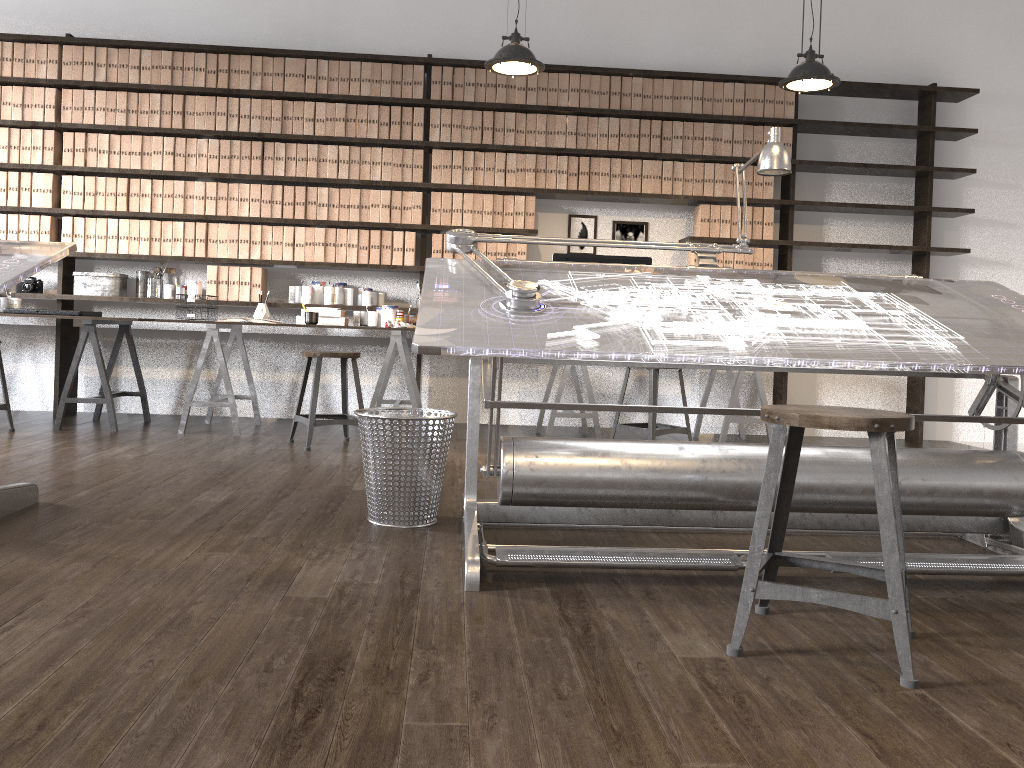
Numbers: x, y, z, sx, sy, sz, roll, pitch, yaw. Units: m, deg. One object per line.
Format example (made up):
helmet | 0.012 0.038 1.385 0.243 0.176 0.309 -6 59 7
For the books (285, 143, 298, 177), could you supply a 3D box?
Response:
books | -1.442 -1.458 5.843 0.067 0.225 0.174 2 2 -4

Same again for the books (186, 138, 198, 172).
books | -2.075 -1.479 5.802 0.067 0.225 0.174 2 2 -4

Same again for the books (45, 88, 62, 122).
books | -2.949 -1.782 5.735 0.067 0.225 0.175 2 2 -4

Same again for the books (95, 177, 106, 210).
books | -2.645 -1.220 5.763 0.067 0.225 0.175 2 2 -4

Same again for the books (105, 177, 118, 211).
books | -2.580 -1.218 5.770 0.067 0.225 0.175 2 2 -4

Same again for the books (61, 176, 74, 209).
books | -2.853 -1.226 5.749 0.067 0.225 0.174 2 2 -4

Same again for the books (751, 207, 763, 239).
books | 1.651 -1.086 6.055 0.067 0.225 0.175 2 2 -4

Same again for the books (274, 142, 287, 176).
books | -1.513 -1.460 5.835 0.067 0.225 0.174 2 2 -4

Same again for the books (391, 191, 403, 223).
books | -0.764 -1.159 5.891 0.067 0.225 0.175 2 2 -4

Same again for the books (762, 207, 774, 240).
books | 1.727 -1.084 6.057 0.067 0.225 0.175 2 2 -4

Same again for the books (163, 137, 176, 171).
books | -2.214 -1.483 5.787 0.067 0.225 0.175 2 2 -4

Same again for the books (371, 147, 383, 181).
books | -0.893 -1.440 5.878 0.067 0.225 0.174 2 2 -4

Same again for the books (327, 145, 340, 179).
books | -1.175 -1.449 5.859 0.067 0.225 0.175 2 2 -4

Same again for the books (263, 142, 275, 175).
books | -1.584 -1.463 5.835 0.067 0.225 0.175 2 2 -4

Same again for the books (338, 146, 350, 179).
books | -1.102 -1.447 5.862 0.067 0.225 0.175 2 2 -4

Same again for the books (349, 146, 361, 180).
books | -1.033 -1.445 5.870 0.067 0.225 0.175 2 2 -4

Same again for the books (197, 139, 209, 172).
books | -2.005 -1.476 5.803 0.067 0.225 0.174 2 2 -4

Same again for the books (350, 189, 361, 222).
books | -1.029 -1.167 5.868 0.067 0.225 0.175 2 2 -4

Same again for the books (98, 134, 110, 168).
books | -2.624 -1.496 5.760 0.067 0.225 0.174 2 2 -4

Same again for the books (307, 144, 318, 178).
books | -1.304 -1.453 5.847 0.067 0.225 0.175 2 2 -4

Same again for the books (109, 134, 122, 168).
books | -2.554 -1.494 5.769 0.067 0.225 0.174 2 2 -4

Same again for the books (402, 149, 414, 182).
books | -0.692 -1.434 5.892 0.067 0.225 0.175 2 2 -4

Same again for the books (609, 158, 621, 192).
books | 0.686 -1.395 5.984 0.067 0.225 0.174 2 2 -4

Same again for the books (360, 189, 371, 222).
books | -0.963 -1.165 5.877 0.067 0.225 0.175 2 2 -4

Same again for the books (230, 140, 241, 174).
books | -1.798 -1.469 5.818 0.067 0.225 0.175 2 2 -4

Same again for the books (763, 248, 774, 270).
books | 1.723 -0.809 6.061 0.067 0.225 0.175 2 2 -4

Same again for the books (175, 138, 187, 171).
books | -2.144 -1.481 5.795 0.067 0.225 0.175 2 2 -4

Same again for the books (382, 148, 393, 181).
books | -0.821 -1.437 5.879 0.067 0.225 0.175 2 2 -4

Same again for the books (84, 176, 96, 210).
books | -2.708 -1.221 5.755 0.067 0.225 0.175 2 2 -4

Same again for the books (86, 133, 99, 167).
books | -2.695 -1.499 5.760 0.067 0.225 0.175 2 2 -4

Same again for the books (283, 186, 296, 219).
books | -1.458 -1.181 5.846 0.067 0.225 0.175 2 2 -4

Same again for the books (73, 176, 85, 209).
books | -2.780 -1.224 5.750 0.067 0.225 0.175 2 2 -4

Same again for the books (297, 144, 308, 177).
books | -1.371 -1.456 5.848 0.067 0.225 0.175 2 2 -4

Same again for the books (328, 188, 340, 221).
books | -1.168 -1.172 5.865 0.067 0.225 0.174 2 2 -4

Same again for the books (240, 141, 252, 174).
books | -1.732 -1.467 5.825 0.067 0.225 0.175 2 2 -4

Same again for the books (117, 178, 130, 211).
books | -2.506 -1.215 5.770 0.067 0.225 0.175 2 2 -4

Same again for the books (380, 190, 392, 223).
books | -0.834 -1.161 5.882 0.067 0.225 0.175 2 2 -4

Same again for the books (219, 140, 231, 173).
books | -1.860 -1.471 5.809 0.067 0.225 0.175 2 2 -4

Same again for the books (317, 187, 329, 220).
books | -1.238 -1.174 5.856 0.067 0.225 0.174 2 2 -4

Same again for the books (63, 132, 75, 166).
books | -2.844 -1.504 5.750 0.067 0.225 0.175 2 2 -4

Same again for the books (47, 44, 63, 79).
books | -2.932 -2.058 5.732 0.067 0.225 0.175 2 2 -4

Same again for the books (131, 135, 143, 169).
books | -2.415 -1.489 5.772 0.067 0.225 0.175 2 2 -4

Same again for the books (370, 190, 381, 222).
books | -0.900 -1.163 5.880 0.067 0.225 0.175 2 2 -4

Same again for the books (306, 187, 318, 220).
books | -1.309 -1.176 5.856 0.067 0.225 0.175 2 2 -4

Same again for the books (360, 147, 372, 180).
books | -0.963 -1.442 5.877 0.067 0.225 0.174 2 2 -4

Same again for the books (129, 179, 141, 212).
books | -2.431 -1.213 5.780 0.067 0.225 0.175 2 2 -4

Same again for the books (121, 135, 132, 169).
books | -2.483 -1.492 5.773 0.067 0.225 0.175 2 2 -4

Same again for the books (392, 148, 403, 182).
books | -0.755 -1.435 5.883 0.067 0.225 0.175 2 2 -4

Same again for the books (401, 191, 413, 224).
books | -0.695 -1.156 5.897 0.067 0.225 0.174 2 2 -4

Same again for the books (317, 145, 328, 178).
books | -1.238 -1.451 5.856 0.067 0.225 0.175 2 2 -4

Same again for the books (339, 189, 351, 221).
books | -1.097 -1.170 5.869 0.067 0.225 0.175 2 2 -4

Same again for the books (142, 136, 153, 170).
books | -2.349 -1.487 5.781 0.067 0.225 0.175 2 2 -4

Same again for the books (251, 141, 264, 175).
books | -1.658 -1.465 5.824 0.067 0.225 0.175 2 2 -4

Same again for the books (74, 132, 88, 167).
books | -2.770 -1.501 5.749 0.067 0.225 0.175 2 2 -4

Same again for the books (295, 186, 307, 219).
books | -1.384 -1.179 5.845 0.067 0.225 0.175 2 2 -4

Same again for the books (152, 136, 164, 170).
books | -2.286 -1.485 5.784 0.067 0.225 0.175 2 2 -4

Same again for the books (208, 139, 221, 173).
books | -1.932 -1.474 5.804 0.067 0.225 0.175 2 2 -4
